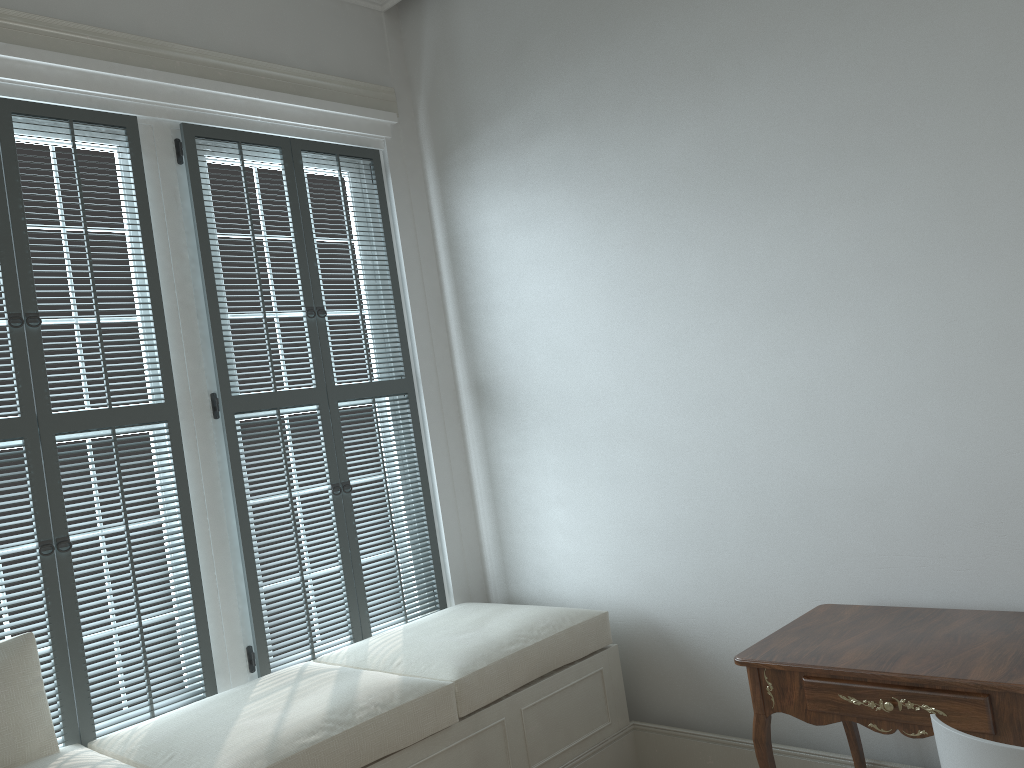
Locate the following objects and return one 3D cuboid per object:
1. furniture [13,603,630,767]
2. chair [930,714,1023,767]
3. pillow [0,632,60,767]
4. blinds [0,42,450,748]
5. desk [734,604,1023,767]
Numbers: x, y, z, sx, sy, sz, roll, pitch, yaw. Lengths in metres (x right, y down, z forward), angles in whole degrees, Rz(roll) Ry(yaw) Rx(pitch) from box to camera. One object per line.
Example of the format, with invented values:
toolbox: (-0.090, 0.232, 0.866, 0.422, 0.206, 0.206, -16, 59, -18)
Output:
furniture: (-0.955, 1.182, 2.335, 0.837, 0.459, 3.150, -10, -2, 43)
chair: (1.071, 0.921, 1.596, 0.478, 0.715, 0.514, -10, -2, 43)
pillow: (-1.570, 0.899, 2.193, 0.193, 0.360, 0.787, -10, -2, 44)
blinds: (-1.424, 0.085, 2.677, 0.141, 2.238, 3.076, -10, -2, 43)
desk: (1.310, 0.921, 1.978, 1.443, 0.668, 0.555, -10, -2, 43)
